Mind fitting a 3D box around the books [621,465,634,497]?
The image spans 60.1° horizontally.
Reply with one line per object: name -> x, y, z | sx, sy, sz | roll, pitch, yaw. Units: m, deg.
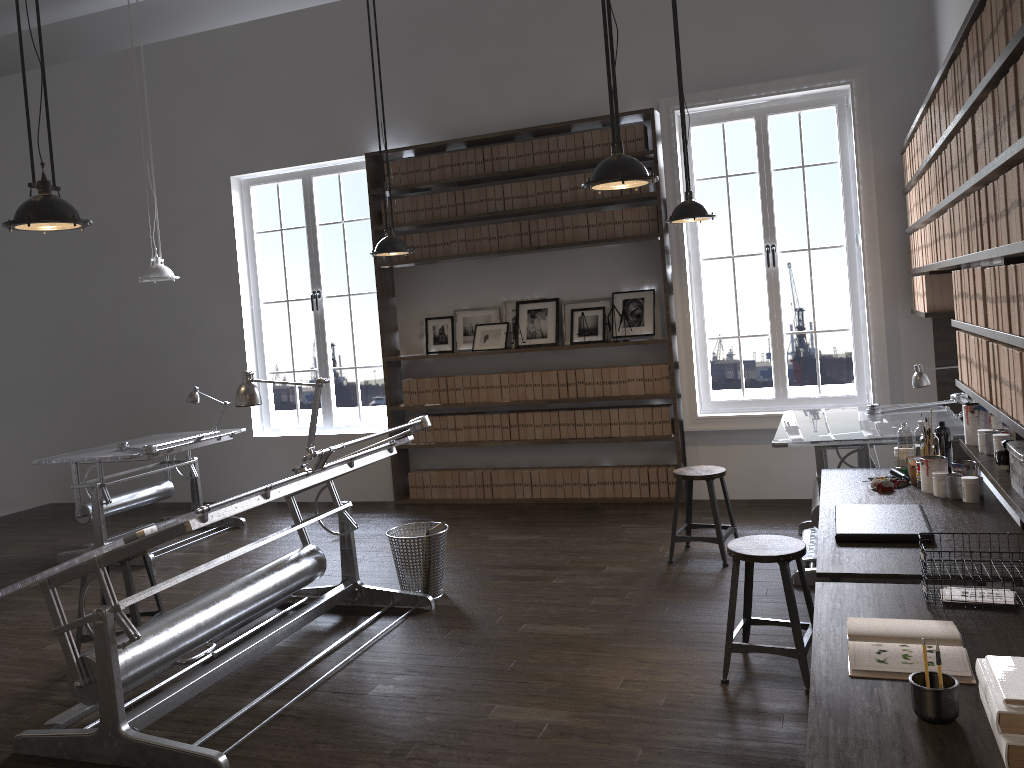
books -> 0.928, 0.774, 7.049 | 0.066, 0.225, 0.175 | -4, 3, 20

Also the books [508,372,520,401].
books -> 0.039, 0.018, 7.328 | 0.066, 0.225, 0.175 | -4, 3, 20

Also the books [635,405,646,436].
books -> 1.024, 0.288, 6.981 | 0.067, 0.225, 0.175 | -4, 3, 20

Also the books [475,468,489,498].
books -> -0.243, 0.836, 7.477 | 0.066, 0.225, 0.175 | -4, 3, 20

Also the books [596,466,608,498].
books -> 0.735, 0.784, 7.118 | 0.066, 0.225, 0.175 | -4, 3, 20

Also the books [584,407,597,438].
books -> 0.639, 0.308, 7.125 | 0.066, 0.225, 0.175 | -4, 3, 20

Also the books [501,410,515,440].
books -> -0.025, 0.343, 7.371 | 0.066, 0.225, 0.175 | -4, 3, 20

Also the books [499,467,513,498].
books -> -0.043, 0.826, 7.401 | 0.066, 0.225, 0.175 | -4, 3, 20

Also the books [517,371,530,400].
books -> 0.105, 0.014, 7.306 | 0.066, 0.225, 0.175 | -4, 3, 20

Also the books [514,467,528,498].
books -> 0.083, 0.820, 7.351 | 0.066, 0.225, 0.175 | -4, 3, 20

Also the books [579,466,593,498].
books -> 0.607, 0.792, 7.161 | 0.067, 0.225, 0.175 | -4, 3, 20

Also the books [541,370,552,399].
books -> 0.304, 0.004, 7.226 | 0.067, 0.225, 0.175 | -4, 3, 20

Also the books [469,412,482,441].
books -> -0.290, 0.358, 7.460 | 0.067, 0.225, 0.175 | -4, 3, 20

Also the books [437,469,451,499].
books -> -0.569, 0.854, 7.594 | 0.066, 0.225, 0.175 | -4, 3, 20

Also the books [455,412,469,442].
books -> -0.410, 0.364, 7.507 | 0.066, 0.225, 0.175 | -4, 3, 20

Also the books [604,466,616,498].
books -> 0.796, 0.782, 7.091 | 0.067, 0.225, 0.175 | -4, 3, 20

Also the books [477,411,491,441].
books -> -0.225, 0.354, 7.443 | 0.066, 0.225, 0.175 | -4, 3, 20

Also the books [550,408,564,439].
books -> 0.375, 0.322, 7.223 | 0.066, 0.225, 0.175 | -4, 3, 20

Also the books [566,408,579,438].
books -> 0.502, 0.316, 7.171 | 0.067, 0.225, 0.175 | -4, 3, 20

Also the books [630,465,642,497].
books -> 0.993, 0.771, 7.021 | 0.066, 0.225, 0.175 | -4, 3, 20

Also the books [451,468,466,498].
books -> -0.443, 0.847, 7.549 | 0.066, 0.225, 0.175 | -4, 3, 20

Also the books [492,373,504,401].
books -> -0.096, 0.025, 7.375 | 0.066, 0.225, 0.175 | -4, 3, 20

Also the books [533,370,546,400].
books -> 0.236, 0.008, 7.251 | 0.066, 0.225, 0.175 | -4, 3, 20

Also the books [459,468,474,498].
books -> -0.377, 0.844, 7.525 | 0.066, 0.225, 0.175 | -4, 3, 20

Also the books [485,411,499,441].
books -> -0.158, 0.350, 7.419 | 0.066, 0.225, 0.175 | -4, 3, 20

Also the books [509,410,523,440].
books -> 0.043, 0.340, 7.340 | 0.067, 0.225, 0.175 | -4, 3, 20

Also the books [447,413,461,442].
books -> -0.479, 0.368, 7.530 | 0.067, 0.225, 0.175 | -4, 3, 20

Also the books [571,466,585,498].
books -> 0.542, 0.795, 7.189 | 0.066, 0.225, 0.175 | -4, 3, 20

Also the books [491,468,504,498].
books -> -0.104, 0.829, 7.426 | 0.066, 0.225, 0.175 | -4, 3, 20

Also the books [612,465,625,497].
books -> 0.861, 0.778, 7.073 | 0.066, 0.225, 0.175 | -4, 3, 20

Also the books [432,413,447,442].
books -> -0.608, 0.374, 7.584 | 0.066, 0.225, 0.175 | -4, 3, 20

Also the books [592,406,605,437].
books -> 0.706, 0.304, 7.105 | 0.066, 0.225, 0.175 | -4, 3, 20

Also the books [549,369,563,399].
books -> 0.364, 0.001, 7.208 | 0.066, 0.225, 0.175 | -4, 3, 20

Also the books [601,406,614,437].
books -> 0.771, 0.301, 7.079 | 0.066, 0.225, 0.175 | -4, 3, 20

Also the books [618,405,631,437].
books -> 0.904, 0.294, 7.028 | 0.066, 0.225, 0.175 | -4, 3, 20

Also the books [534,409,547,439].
books -> 0.243, 0.329, 7.269 | 0.066, 0.225, 0.175 | -4, 3, 20

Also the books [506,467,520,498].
books -> 0.015, 0.823, 7.375 | 0.067, 0.225, 0.175 | -4, 3, 20

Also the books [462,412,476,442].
books -> -0.351, 0.361, 7.487 | 0.066, 0.225, 0.175 | -4, 3, 20

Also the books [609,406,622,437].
books -> 0.835, 0.298, 7.051 | 0.067, 0.225, 0.175 | -4, 3, 20

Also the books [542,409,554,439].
books -> 0.310, 0.325, 7.249 | 0.066, 0.225, 0.175 | -4, 3, 20

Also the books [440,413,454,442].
books -> -0.543, 0.371, 7.558 | 0.066, 0.225, 0.175 | -4, 3, 20

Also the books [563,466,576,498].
books -> 0.478, 0.798, 7.214 | 0.066, 0.225, 0.175 | -4, 3, 20

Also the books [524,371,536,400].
books -> 0.169, 0.011, 7.278 | 0.066, 0.225, 0.175 | -4, 3, 20

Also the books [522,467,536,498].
books -> 0.152, 0.816, 7.329 | 0.066, 0.225, 0.175 | -4, 3, 20

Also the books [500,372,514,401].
books -> -0.028, 0.022, 7.348 | 0.067, 0.225, 0.175 | -4, 3, 20

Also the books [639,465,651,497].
books -> 1.061, 0.767, 7.001 | 0.066, 0.225, 0.175 | -4, 3, 20

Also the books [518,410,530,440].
books -> 0.115, 0.336, 7.320 | 0.066, 0.225, 0.175 | -4, 3, 20

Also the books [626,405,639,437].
books -> 0.963, 0.291, 7.008 | 0.066, 0.225, 0.175 | -4, 3, 20

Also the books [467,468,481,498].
books -> -0.312, 0.840, 7.497 | 0.066, 0.225, 0.175 | -4, 3, 20

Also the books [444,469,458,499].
books -> -0.508, 0.851, 7.567 | 0.067, 0.225, 0.175 | -4, 3, 20

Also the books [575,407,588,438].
books -> 0.570, 0.312, 7.146 | 0.066, 0.225, 0.175 | -4, 3, 20

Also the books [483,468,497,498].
books -> -0.175, 0.833, 7.446 | 0.067, 0.225, 0.175 | -4, 3, 20

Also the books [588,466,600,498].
books -> 0.675, 0.788, 7.138 | 0.066, 0.225, 0.175 | -4, 3, 20

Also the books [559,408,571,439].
books -> 0.444, 0.318, 7.197 | 0.066, 0.225, 0.175 | -4, 3, 20
